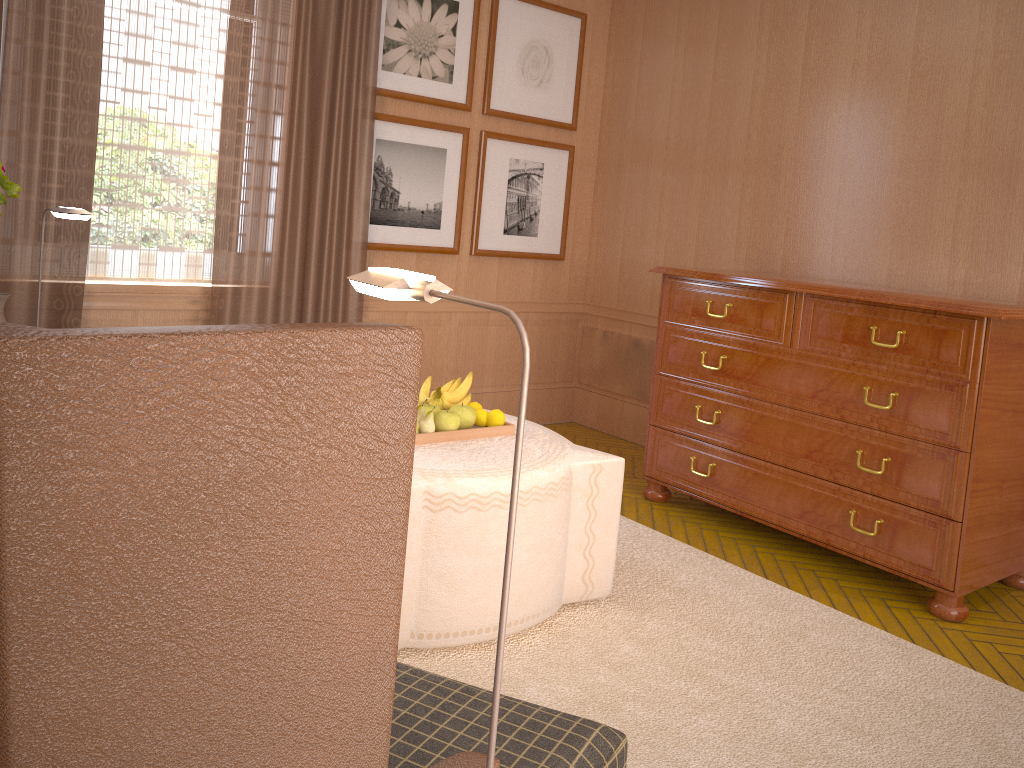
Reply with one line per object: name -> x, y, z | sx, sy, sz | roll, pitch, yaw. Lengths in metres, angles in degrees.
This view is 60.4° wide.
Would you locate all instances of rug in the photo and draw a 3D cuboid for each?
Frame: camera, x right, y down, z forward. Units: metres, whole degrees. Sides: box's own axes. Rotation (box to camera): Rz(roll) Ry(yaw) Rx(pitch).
rug -> -0.511, 1.474, 3.692 | 5.996, 0.020, 8.063 | -3, 13, -38

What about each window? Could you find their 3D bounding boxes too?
window -> -2.983, -2.461, 7.145 | 2.431, 3.352, 0.856 | 0, 6, -39

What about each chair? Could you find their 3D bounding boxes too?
chair -> -0.872, 0.729, 2.116 | 1.922, 1.958, 1.730 | 8, 7, 26

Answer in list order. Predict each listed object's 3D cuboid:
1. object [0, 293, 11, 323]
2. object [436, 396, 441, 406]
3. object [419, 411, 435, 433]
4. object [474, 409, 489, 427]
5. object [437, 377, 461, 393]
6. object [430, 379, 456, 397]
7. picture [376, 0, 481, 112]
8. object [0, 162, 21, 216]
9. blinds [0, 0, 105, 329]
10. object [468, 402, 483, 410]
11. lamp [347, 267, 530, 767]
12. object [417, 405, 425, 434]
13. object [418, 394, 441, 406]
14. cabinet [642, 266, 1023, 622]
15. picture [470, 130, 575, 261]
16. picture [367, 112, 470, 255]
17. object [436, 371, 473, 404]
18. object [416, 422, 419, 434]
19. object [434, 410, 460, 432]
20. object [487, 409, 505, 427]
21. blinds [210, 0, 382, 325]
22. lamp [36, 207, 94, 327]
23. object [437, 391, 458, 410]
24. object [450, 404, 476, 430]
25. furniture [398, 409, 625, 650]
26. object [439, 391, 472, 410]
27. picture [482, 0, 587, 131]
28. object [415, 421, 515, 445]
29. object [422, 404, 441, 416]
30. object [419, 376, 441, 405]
object -> -1.984, -0.167, 3.372 | 0.185, 0.355, 0.188 | 5, 5, -6
object -> -0.486, 0.112, 5.482 | 0.061, 0.180, 0.400 | 4, 9, -10
object -> -0.480, 0.221, 4.977 | 0.098, 0.147, 0.099 | 5, 6, -3
object -> -0.186, 0.208, 5.377 | 0.111, 0.109, 0.135 | 0, 9, -36
object -> -0.408, 0.066, 5.486 | 0.065, 0.170, 0.380 | 6, 9, 17
object -> -0.442, 0.040, 5.517 | 0.091, 0.127, 0.413 | 6, 10, 9
picture -> -0.840, -3.259, 8.218 | 1.249, 1.239, 0.048 | -1, 6, -39
object -> -2.116, -0.520, 3.229 | 0.524, 1.081, 0.461 | 1, 6, -40
blinds -> -3.629, -1.641, 6.039 | 1.425, 4.763, 0.269 | 2, 5, -38
object -> -0.240, 0.176, 5.522 | 0.114, 0.132, 0.108 | 6, 6, 7
lamp -> -0.276, 0.770, 2.027 | 0.633, 2.016, 0.566 | 7, 4, 21
object -> -0.550, 0.212, 5.073 | 0.130, 0.195, 0.131 | 5, 6, -3
object -> -0.544, 0.112, 5.453 | 0.071, 0.184, 0.398 | 3, 9, -25
cabinet -> 2.447, 0.227, 6.653 | 1.415, 1.926, 2.803 | 0, 9, -39
picture -> 0.132, -1.935, 9.183 | 1.249, 1.239, 0.048 | -1, 6, -39
picture -> -0.964, -1.871, 8.305 | 1.249, 1.239, 0.048 | -1, 6, -39
object -> -0.337, 0.029, 5.471 | 0.071, 0.167, 0.406 | 7, 9, 27
object -> -0.611, 0.247, 4.917 | 0.193, 0.127, 0.135 | 2, 8, -19
object -> -0.378, 0.223, 5.100 | 0.155, 0.133, 0.161 | 0, 9, -35
object -> -0.098, 0.218, 5.337 | 0.114, 0.132, 0.108 | 6, 6, 7
blinds -> -1.817, -1.753, 7.492 | 1.445, 4.753, 0.269 | 2, 5, -40
lamp -> -2.839, -0.096, 5.505 | 0.631, 2.011, 0.567 | 6, 4, 13
object -> -0.391, 0.114, 5.481 | 0.062, 0.197, 0.389 | 6, 9, 15
object -> -0.298, 0.200, 5.242 | 0.169, 0.146, 0.174 | 6, 8, 7
furniture -> -0.596, 0.710, 5.274 | 1.951, 0.892, 1.975 | -3, 12, -41
object -> -0.335, 0.108, 5.467 | 0.073, 0.171, 0.399 | 7, 9, 26
picture -> 0.256, -3.324, 9.097 | 1.249, 1.239, 0.048 | -1, 6, -39
object -> -0.492, 0.232, 5.297 | 0.800, 0.059, 0.647 | -3, 13, -38
object -> -0.496, 0.190, 5.223 | 0.155, 0.133, 0.161 | 0, 9, -35
object -> -0.526, 0.060, 5.457 | 0.103, 0.157, 0.381 | 4, 9, -16
